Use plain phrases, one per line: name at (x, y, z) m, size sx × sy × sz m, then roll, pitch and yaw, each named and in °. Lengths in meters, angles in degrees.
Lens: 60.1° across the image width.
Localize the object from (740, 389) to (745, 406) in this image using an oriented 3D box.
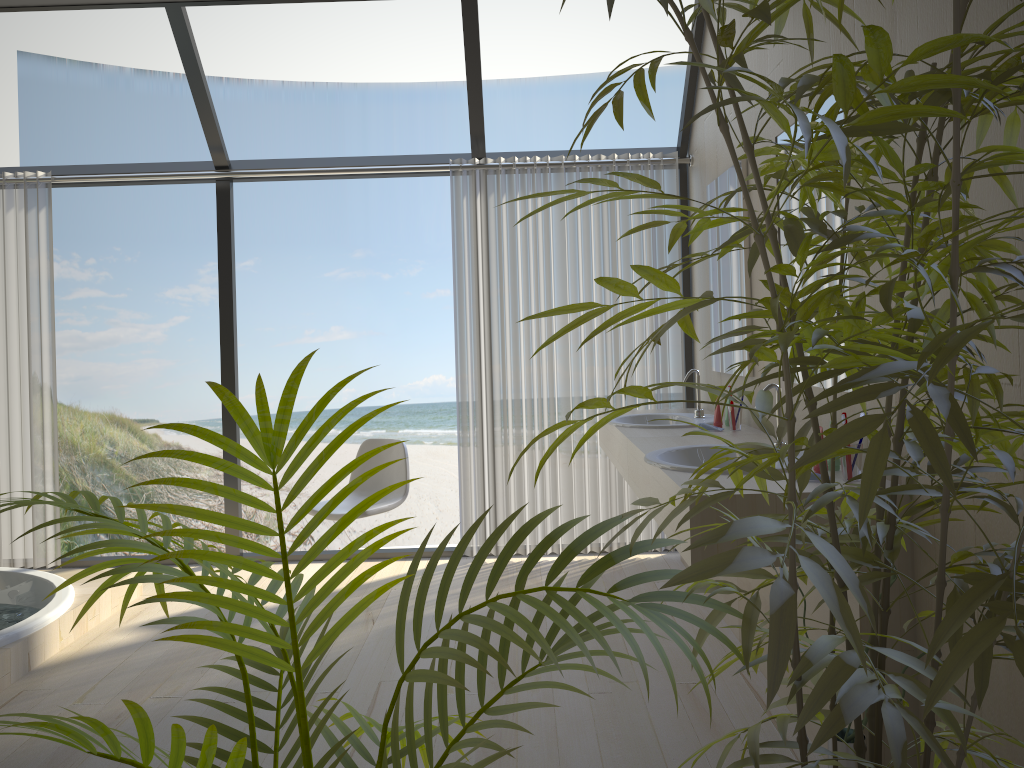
object at (0.885, 0.094, 3.451) m, size 0.054 × 0.175 × 0.012 m, roll -2°, pitch 0°, yaw 26°

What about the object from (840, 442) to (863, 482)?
object at (0.863, 0.200, 2.252) m, size 0.058 × 0.100 × 0.058 m, roll -2°, pitch 1°, yaw 11°

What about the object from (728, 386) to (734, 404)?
object at (0.852, 0.095, 3.436) m, size 0.012 × 0.178 × 0.050 m, roll -2°, pitch 0°, yaw 40°

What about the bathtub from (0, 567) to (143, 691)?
bathtub at (-2.665, 1.009, 3.373) m, size 1.821 × 0.698 × 1.649 m, roll -2°, pitch 3°, yaw 0°

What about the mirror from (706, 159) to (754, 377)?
mirror at (0.937, -0.479, 3.842) m, size 0.023 × 0.868 × 0.654 m, roll -2°, pitch 1°, yaw 1°

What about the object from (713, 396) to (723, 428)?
object at (0.825, 0.115, 3.548) m, size 0.039 × 0.135 × 0.039 m, roll -2°, pitch 0°, yaw -41°

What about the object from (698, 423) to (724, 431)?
object at (0.781, 0.169, 3.480) m, size 0.104 × 0.029 × 0.032 m, roll 1°, pitch 3°, yaw 41°

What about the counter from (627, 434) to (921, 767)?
counter at (0.714, 0.622, 2.715) m, size 0.550 × 0.790 × 1.206 m, roll -2°, pitch 2°, yaw 0°

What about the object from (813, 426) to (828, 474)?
object at (0.816, 0.179, 2.341) m, size 0.039 × 0.135 × 0.039 m, roll -2°, pitch 0°, yaw 42°

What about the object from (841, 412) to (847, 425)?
object at (0.843, 0.159, 2.229) m, size 0.012 × 0.178 × 0.050 m, roll -2°, pitch 0°, yaw 40°

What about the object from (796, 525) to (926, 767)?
object at (0.824, 0.675, 1.976) m, size 0.407 × 0.749 × 0.274 m, roll -2°, pitch 0°, yaw -12°

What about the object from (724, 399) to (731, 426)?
object at (0.892, 0.108, 3.640) m, size 0.039 × 0.135 × 0.039 m, roll -2°, pitch 0°, yaw -41°

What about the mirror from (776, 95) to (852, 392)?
mirror at (0.957, -0.425, 2.805) m, size 0.023 × 0.868 × 0.654 m, roll -2°, pitch 1°, yaw 1°

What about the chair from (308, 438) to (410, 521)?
chair at (-0.726, 0.459, 4.271) m, size 0.369 × 0.347 × 0.455 m, roll -1°, pitch 2°, yaw 29°

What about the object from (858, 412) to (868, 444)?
object at (0.876, 0.159, 2.245) m, size 0.054 × 0.175 × 0.012 m, roll -2°, pitch 0°, yaw 26°

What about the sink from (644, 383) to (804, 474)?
sink at (0.655, 0.211, 2.684) m, size 0.504 × 0.419 × 0.574 m, roll -2°, pitch 2°, yaw 4°

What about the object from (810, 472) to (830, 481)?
object at (0.772, 0.233, 2.274) m, size 0.104 × 0.029 × 0.032 m, roll 1°, pitch 3°, yaw 41°

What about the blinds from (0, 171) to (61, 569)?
blinds at (-2.957, -0.064, 4.641) m, size 1.182 × 2.071 × 0.084 m, roll -2°, pitch 0°, yaw 0°

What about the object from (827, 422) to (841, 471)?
object at (0.883, 0.172, 2.434) m, size 0.039 × 0.135 × 0.039 m, roll -2°, pitch 0°, yaw 42°

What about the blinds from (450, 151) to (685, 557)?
blinds at (0.297, -0.156, 4.618) m, size 1.182 × 2.071 × 0.084 m, roll -2°, pitch 0°, yaw 0°

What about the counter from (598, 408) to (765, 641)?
counter at (0.723, 0.557, 3.921) m, size 0.550 × 0.790 × 1.206 m, roll -2°, pitch 2°, yaw 0°

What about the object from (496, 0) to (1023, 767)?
object at (0.464, 0.227, 1.048) m, size 0.786 × 1.757 × 0.936 m, roll -2°, pitch 0°, yaw 25°

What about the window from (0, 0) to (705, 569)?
window at (-1.333, -0.442, 4.439) m, size 4.560 × 2.815 × 0.745 m, roll -2°, pitch 0°, yaw 0°

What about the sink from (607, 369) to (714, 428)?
sink at (0.664, 0.146, 3.890) m, size 0.504 × 0.419 × 0.574 m, roll -2°, pitch 2°, yaw 4°

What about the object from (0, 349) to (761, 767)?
object at (-0.276, 0.537, 1.010) m, size 0.915 × 1.157 × 0.751 m, roll -1°, pitch 1°, yaw 34°

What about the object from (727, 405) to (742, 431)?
object at (0.872, 0.135, 3.458) m, size 0.058 × 0.100 × 0.058 m, roll -2°, pitch 0°, yaw 7°
